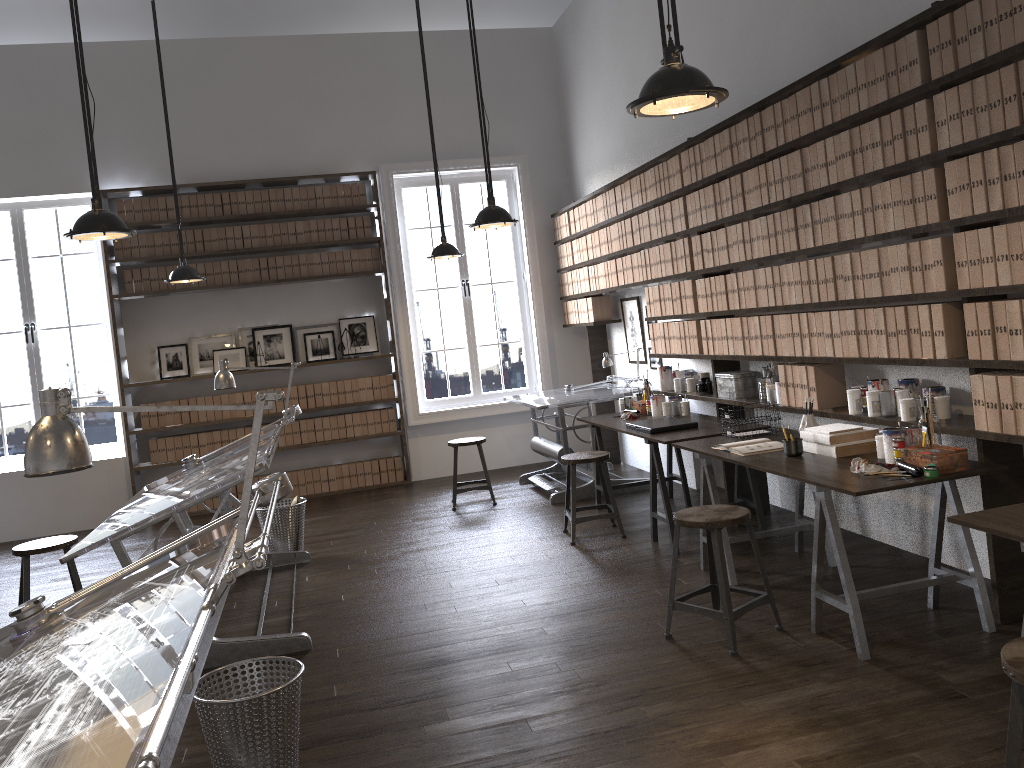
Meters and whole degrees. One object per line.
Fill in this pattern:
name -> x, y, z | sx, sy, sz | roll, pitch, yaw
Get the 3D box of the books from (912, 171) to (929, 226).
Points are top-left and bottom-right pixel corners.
books -> 1.745, -0.761, 3.630 | 0.175, 0.225, 0.066 | -7, 1, -13

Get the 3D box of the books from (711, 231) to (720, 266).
books -> 1.330, -0.837, 5.450 | 0.174, 0.225, 0.066 | -7, 1, -13

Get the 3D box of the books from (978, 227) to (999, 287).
books -> 1.847, -0.477, 3.305 | 0.175, 0.225, 0.067 | -7, 1, -13

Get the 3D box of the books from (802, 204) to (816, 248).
books -> 1.559, -0.794, 4.432 | 0.174, 0.225, 0.066 | -7, 1, -13

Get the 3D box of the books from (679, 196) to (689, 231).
books -> 1.205, -1.126, 5.842 | 0.175, 0.225, 0.067 | -7, 1, -13

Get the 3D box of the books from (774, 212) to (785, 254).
books -> 1.498, -0.806, 4.711 | 0.175, 0.225, 0.066 | -7, 1, -13

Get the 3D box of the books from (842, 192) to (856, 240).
books -> 1.636, -0.780, 4.101 | 0.175, 0.225, 0.066 | -7, 1, -13

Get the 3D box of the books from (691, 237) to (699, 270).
books -> 1.266, -0.849, 5.734 | 0.175, 0.225, 0.066 | -7, 1, -13

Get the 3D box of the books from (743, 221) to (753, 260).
books -> 1.421, -0.820, 5.050 | 0.175, 0.225, 0.066 | -7, 1, -13

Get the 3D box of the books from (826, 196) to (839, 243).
books -> 1.604, -0.785, 4.227 | 0.175, 0.225, 0.067 | -7, 1, -13

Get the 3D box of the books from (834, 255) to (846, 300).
books -> 1.642, -0.510, 4.228 | 0.175, 0.225, 0.066 | -7, 1, -13

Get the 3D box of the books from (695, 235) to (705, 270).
books -> 1.277, -0.845, 5.661 | 0.175, 0.225, 0.067 | -7, 1, -13

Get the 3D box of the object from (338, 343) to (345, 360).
object -> -1.608, -0.310, 8.370 | 0.066, 0.165, 0.040 | -7, 1, -13

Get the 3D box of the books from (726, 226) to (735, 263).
books -> 1.375, -0.828, 5.250 | 0.175, 0.225, 0.066 | -7, 1, -13

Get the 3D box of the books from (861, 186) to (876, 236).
books -> 1.670, -0.775, 3.963 | 0.175, 0.225, 0.066 | -7, 1, -13

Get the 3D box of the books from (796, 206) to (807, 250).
books -> 1.548, -0.797, 4.502 | 0.175, 0.225, 0.066 | -7, 1, -13

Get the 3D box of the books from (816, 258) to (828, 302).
books -> 1.609, -0.516, 4.373 | 0.175, 0.225, 0.066 | -7, 1, -13

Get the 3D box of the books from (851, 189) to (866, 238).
books -> 1.650, -0.777, 4.031 | 0.175, 0.225, 0.067 | -7, 1, -13

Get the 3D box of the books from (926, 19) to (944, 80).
books -> 1.724, -1.302, 3.456 | 0.175, 0.225, 0.066 | -7, 1, -13

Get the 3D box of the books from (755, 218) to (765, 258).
books -> 1.450, -0.814, 4.913 | 0.174, 0.225, 0.066 | -7, 1, -13

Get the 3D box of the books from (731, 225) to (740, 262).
books -> 1.387, -0.825, 5.188 | 0.175, 0.225, 0.066 | -7, 1, -13

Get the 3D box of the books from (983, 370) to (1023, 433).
books -> 1.896, 0.069, 3.361 | 0.175, 0.225, 0.066 | -7, 1, -13

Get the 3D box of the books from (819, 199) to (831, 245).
books -> 1.595, -0.789, 4.294 | 0.175, 0.225, 0.066 | -7, 1, -13

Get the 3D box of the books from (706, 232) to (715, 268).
books -> 1.311, -0.839, 5.518 | 0.174, 0.225, 0.066 | -7, 1, -13

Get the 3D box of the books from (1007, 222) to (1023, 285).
books -> 1.880, -0.472, 3.174 | 0.175, 0.225, 0.066 | -7, 1, -13

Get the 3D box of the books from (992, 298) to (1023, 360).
books -> 1.888, -0.204, 3.285 | 0.175, 0.225, 0.066 | -7, 1, -13

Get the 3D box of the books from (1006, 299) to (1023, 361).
books -> 1.900, -0.200, 3.214 | 0.174, 0.225, 0.066 | -7, 1, -13

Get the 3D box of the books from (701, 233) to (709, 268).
books -> 1.299, -0.843, 5.589 | 0.175, 0.225, 0.066 | -7, 1, -13

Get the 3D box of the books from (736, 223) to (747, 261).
books -> 1.402, -0.822, 5.117 | 0.175, 0.225, 0.067 | -7, 1, -13

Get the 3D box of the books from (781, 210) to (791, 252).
books -> 1.515, -0.803, 4.647 | 0.175, 0.225, 0.066 | -7, 1, -13

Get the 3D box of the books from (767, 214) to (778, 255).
books -> 1.479, -0.808, 4.771 | 0.175, 0.225, 0.067 | -7, 1, -13

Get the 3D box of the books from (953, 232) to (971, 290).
books -> 1.821, -0.484, 3.443 | 0.174, 0.225, 0.066 | -7, 1, -13

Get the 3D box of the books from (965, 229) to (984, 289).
books -> 1.835, -0.481, 3.374 | 0.175, 0.225, 0.066 | -7, 1, -13

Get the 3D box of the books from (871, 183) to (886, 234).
books -> 1.687, -0.772, 3.895 | 0.174, 0.225, 0.066 | -7, 1, -13

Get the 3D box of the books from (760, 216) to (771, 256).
books -> 1.463, -0.811, 4.842 | 0.175, 0.225, 0.066 | -7, 1, -13

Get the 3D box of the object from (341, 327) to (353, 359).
object -> -1.565, -0.388, 8.417 | 0.118, 0.304, 0.040 | -7, 1, -13

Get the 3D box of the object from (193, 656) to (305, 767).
object -> -0.823, 1.124, 2.833 | 0.352, 0.377, 0.354 | -6, 2, 9

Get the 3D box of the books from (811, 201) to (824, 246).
books -> 1.579, -0.791, 4.363 | 0.174, 0.225, 0.066 | -7, 1, -13

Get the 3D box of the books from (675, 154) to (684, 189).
books -> 1.174, -1.401, 5.830 | 0.175, 0.225, 0.066 | -7, 1, -13

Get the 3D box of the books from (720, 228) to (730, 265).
books -> 1.356, -0.830, 5.314 | 0.175, 0.225, 0.067 | -7, 1, -13

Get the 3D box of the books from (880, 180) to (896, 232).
books -> 1.699, -0.769, 3.826 | 0.174, 0.225, 0.066 | -7, 1, -13

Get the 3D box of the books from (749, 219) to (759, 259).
books -> 1.439, -0.817, 4.982 | 0.174, 0.225, 0.066 | -7, 1, -13

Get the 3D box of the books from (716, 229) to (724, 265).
books -> 1.346, -0.834, 5.381 | 0.175, 0.225, 0.066 | -7, 1, -13

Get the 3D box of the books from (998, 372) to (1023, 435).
books -> 1.912, 0.072, 3.290 | 0.175, 0.225, 0.067 | -7, 1, -13

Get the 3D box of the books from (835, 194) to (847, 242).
books -> 1.623, -0.783, 4.163 | 0.175, 0.225, 0.066 | -7, 1, -13

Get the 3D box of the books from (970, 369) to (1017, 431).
books -> 1.883, 0.066, 3.432 | 0.174, 0.225, 0.066 | -7, 1, -13

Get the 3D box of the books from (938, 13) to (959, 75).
books -> 1.735, -1.299, 3.383 | 0.175, 0.225, 0.067 | -7, 1, -13

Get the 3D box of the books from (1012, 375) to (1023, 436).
books -> 1.930, 0.074, 3.229 | 0.175, 0.225, 0.066 | -7, 1, -13

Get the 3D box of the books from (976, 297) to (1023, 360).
books -> 1.866, -0.206, 3.357 | 0.175, 0.225, 0.067 | -7, 1, -13

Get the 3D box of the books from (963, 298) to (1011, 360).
books -> 1.855, -0.210, 3.430 | 0.175, 0.225, 0.066 | -7, 1, -13

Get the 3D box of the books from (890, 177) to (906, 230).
books -> 1.712, -0.765, 3.755 | 0.175, 0.225, 0.066 | -7, 1, -13

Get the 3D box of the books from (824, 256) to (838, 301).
books -> 1.620, -0.513, 4.300 | 0.175, 0.225, 0.067 | -7, 1, -13

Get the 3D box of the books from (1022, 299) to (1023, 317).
books -> 1.919, -0.198, 3.146 | 0.174, 0.225, 0.066 | -7, 1, -13

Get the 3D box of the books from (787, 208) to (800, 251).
books -> 1.526, -0.800, 4.574 | 0.175, 0.225, 0.067 | -7, 1, -13

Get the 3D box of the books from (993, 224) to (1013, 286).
books -> 1.865, -0.475, 3.235 | 0.175, 0.225, 0.066 | -7, 1, -13

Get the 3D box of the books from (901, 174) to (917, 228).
books -> 1.726, -0.763, 3.690 | 0.175, 0.225, 0.067 | -7, 1, -13

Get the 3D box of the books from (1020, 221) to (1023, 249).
books -> 1.891, -0.469, 3.108 | 0.175, 0.225, 0.067 | -7, 1, -13
